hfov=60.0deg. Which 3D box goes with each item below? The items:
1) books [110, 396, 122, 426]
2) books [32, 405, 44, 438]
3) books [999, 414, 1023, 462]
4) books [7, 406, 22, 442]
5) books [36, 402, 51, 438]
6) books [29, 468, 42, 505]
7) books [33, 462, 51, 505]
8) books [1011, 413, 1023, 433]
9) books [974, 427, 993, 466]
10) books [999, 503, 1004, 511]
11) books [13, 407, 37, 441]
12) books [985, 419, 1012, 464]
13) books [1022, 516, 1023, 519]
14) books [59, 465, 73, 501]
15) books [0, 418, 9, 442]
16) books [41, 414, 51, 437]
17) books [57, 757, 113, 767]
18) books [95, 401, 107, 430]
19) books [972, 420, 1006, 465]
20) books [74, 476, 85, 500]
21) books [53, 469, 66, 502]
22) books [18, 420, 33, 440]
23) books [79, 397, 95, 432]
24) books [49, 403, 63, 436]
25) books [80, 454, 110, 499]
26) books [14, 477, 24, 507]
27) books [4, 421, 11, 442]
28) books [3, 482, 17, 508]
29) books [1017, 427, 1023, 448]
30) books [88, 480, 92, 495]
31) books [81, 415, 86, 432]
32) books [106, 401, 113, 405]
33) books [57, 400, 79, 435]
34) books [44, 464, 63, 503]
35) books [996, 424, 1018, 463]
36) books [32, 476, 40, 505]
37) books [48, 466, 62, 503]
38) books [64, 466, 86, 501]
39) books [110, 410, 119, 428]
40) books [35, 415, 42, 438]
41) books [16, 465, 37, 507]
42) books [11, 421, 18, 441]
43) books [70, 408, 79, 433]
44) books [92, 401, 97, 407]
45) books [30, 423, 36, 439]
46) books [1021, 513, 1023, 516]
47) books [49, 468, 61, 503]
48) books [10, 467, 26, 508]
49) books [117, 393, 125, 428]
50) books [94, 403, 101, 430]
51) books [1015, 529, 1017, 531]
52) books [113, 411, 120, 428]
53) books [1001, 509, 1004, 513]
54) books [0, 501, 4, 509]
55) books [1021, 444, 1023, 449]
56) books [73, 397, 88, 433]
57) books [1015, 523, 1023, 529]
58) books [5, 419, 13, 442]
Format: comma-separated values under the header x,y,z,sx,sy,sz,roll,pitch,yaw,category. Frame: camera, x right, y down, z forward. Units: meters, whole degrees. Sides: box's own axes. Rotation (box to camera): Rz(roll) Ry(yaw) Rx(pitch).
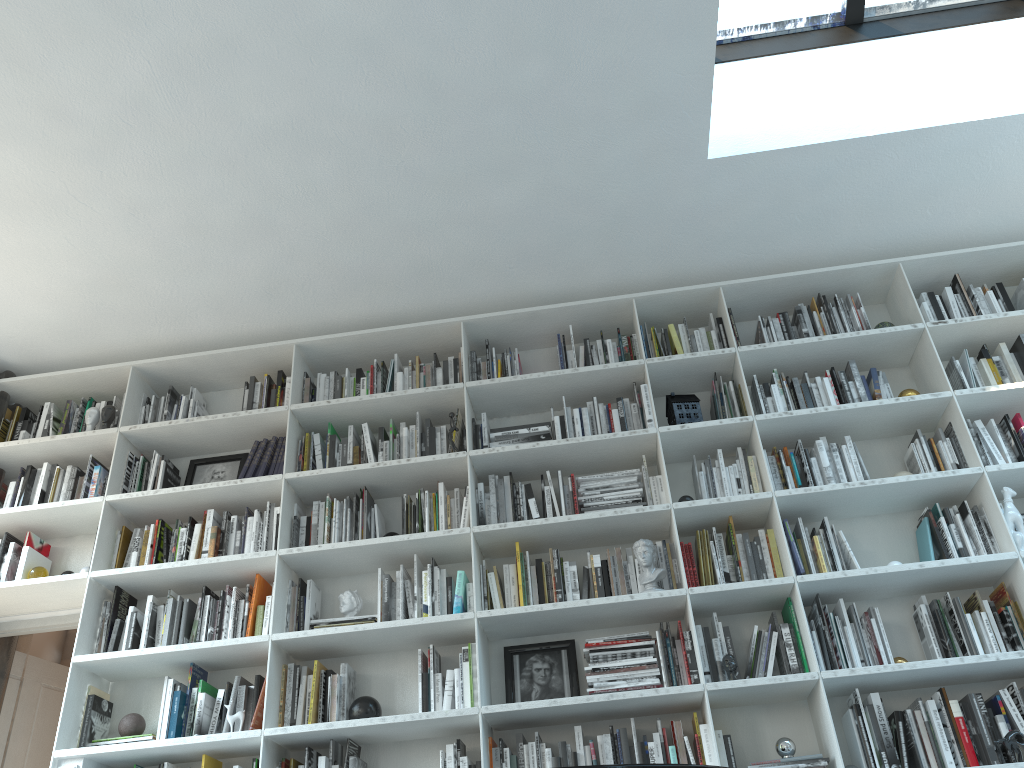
x,y,z,sx,sy,sz,roll,pitch,yaw,category
-2.009,0.223,4.519,0.013,0.290,0.155,-7,-33,4,books
-2.390,0.269,4.531,0.010,0.279,0.161,-7,-33,4,books
2.150,0.296,3.813,0.012,0.286,0.177,-7,-33,4,books
-2.511,0.279,4.535,0.014,0.284,0.176,-7,-33,4,books
-2.348,0.262,4.528,0.028,0.282,0.190,-7,-33,4,books
-2.302,0.570,4.340,0.028,0.286,0.133,-7,-33,4,books
-2.248,0.549,4.312,0.021,0.284,0.180,-7,-33,4,books
2.196,0.290,3.808,0.014,0.283,0.176,-7,-33,4,books
2.018,0.331,3.814,0.011,0.246,0.156,-7,-33,4,books
2.016,0.639,3.631,0.028,0.266,0.138,-7,-33,4,books
-2.467,0.279,4.525,0.025,0.268,0.178,-7,-33,4,books
2.098,0.312,3.828,0.012,0.283,0.160,-7,-33,4,books
2.177,0.569,3.644,0.285,0.012,0.160,-6,-34,2,books
-2.129,0.549,4.305,0.025,0.259,0.168,-7,-33,4,books
-2.569,0.313,4.519,0.014,0.218,0.189,-7,-33,4,books
-2.319,0.285,4.497,0.030,0.205,0.176,-7,-33,4,books
-1.688,1.673,3.476,0.106,0.338,0.308,-7,-33,4,books
-2.053,0.240,4.504,0.021,0.252,0.180,-7,-33,4,books
2.055,0.312,3.827,0.065,0.287,0.146,-7,-33,4,books
-2.069,0.572,4.303,0.028,0.211,0.139,-7,-33,4,books
-2.163,0.562,4.305,0.021,0.242,0.174,-7,-33,4,books
-2.438,0.310,4.502,0.028,0.185,0.183,-7,-33,4,books
-2.161,0.233,4.535,0.029,0.313,0.130,-7,-33,4,books
-2.288,0.254,4.505,0.057,0.261,0.191,-7,-33,4,books
-2.026,0.519,4.310,0.012,0.301,0.190,-7,-33,4,books
-2.350,0.591,4.312,0.023,0.227,0.172,-7,-33,4,books
-2.548,0.319,4.538,0.024,0.226,0.130,-7,-33,4,books
-2.412,0.610,4.323,0.034,0.216,0.167,-7,-33,4,books
2.183,0.318,3.778,0.013,0.206,0.190,-7,-33,4,books
-1.999,0.575,4.289,0.031,0.181,0.152,-7,-33,4,books
-2.132,0.276,4.490,0.024,0.186,0.160,-7,-33,4,books
-2.029,0.233,4.501,0.027,0.258,0.147,-7,-33,4,books
-2.239,0.248,4.520,0.039,0.281,0.182,-7,-33,4,books
-2.217,0.553,4.328,0.037,0.290,0.156,-7,-33,4,books
2.127,0.320,3.830,0.043,0.267,0.131,-7,-33,4,books
-2.275,0.587,4.324,0.024,0.237,0.156,-7,-33,4,books
-2.192,0.555,4.313,0.013,0.267,0.163,-7,-33,4,books
-2.102,0.549,4.300,0.030,0.249,0.166,-7,-33,4,books
-1.989,0.255,4.490,0.023,0.203,0.146,-7,-33,4,books
-2.371,0.294,4.522,0.024,0.226,0.158,-7,-33,4,books
-2.330,0.563,4.321,0.023,0.281,0.187,-7,-33,4,books
-2.488,0.316,4.511,0.024,0.193,0.168,-7,-33,4,books
-2.201,0.264,4.526,0.030,0.256,0.130,-7,-33,4,books
-2.115,0.241,4.518,0.013,0.273,0.159,-7,-33,4,books
-2.406,0.316,4.523,0.031,0.194,0.146,-7,-33,4,books
2.176,0.559,3.650,0.285,0.012,0.160,-8,-34,6,books
-2.179,0.561,4.307,0.012,0.247,0.193,-7,-33,4,books
-2.391,0.576,4.345,0.011,0.295,0.163,-7,-33,4,books
-1.942,0.212,4.506,0.022,0.285,0.176,-7,-33,4,books
-2.077,0.242,4.495,0.025,0.242,0.168,-7,-33,4,books
2.180,0.609,3.617,0.285,0.012,0.160,-8,-34,6,books
-1.963,0.258,4.480,0.028,0.184,0.168,-7,-33,4,books
1.986,0.645,3.595,0.027,0.220,0.185,-7,-33,4,books
-2.486,0.643,4.326,0.121,0.175,0.130,-7,-33,4,books
2.168,0.310,3.818,0.020,0.265,0.153,-7,-33,4,books
-2.183,0.234,4.525,0.014,0.302,0.146,-7,-33,4,books
2.178,0.595,3.618,0.285,0.012,0.160,-5,-34,0,books
-2.526,0.312,4.527,0.023,0.222,0.151,-7,-33,4,books
